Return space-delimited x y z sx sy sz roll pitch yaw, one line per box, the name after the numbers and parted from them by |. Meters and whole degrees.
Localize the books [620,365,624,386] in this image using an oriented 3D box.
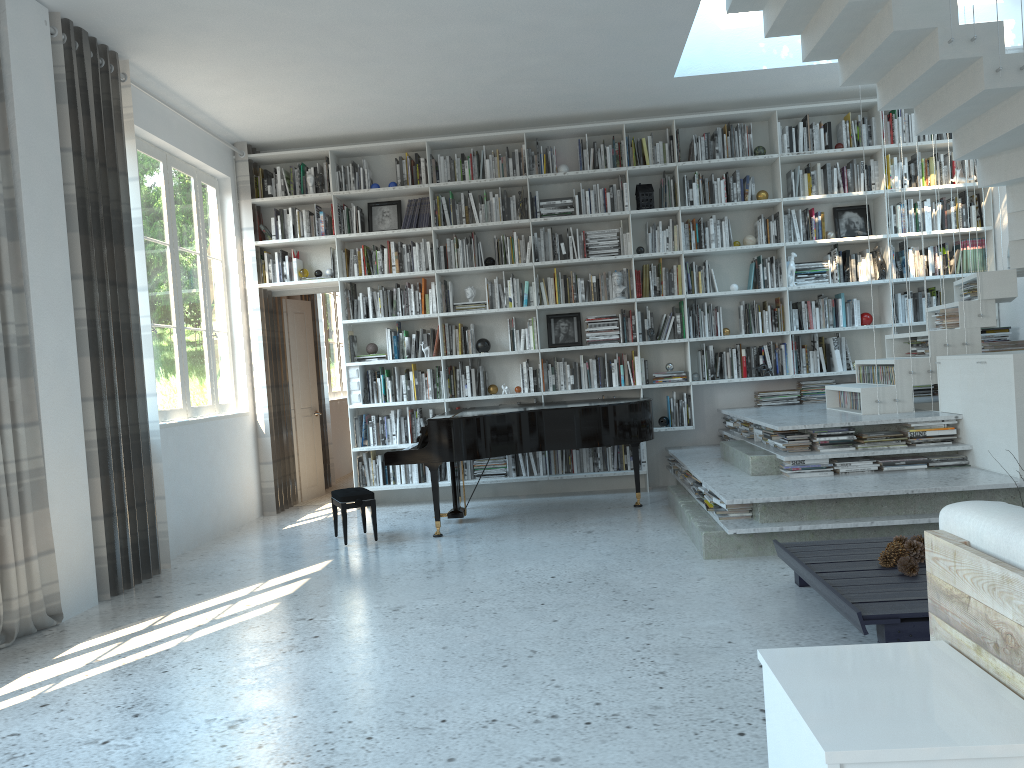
0.953 -0.074 7.684 0.023 0.183 0.169 -4 1 4 | books

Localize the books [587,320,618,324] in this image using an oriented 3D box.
0.780 -0.536 7.694 0.254 0.012 0.161 -4 1 0 | books

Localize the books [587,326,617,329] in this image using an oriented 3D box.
0.784 -0.488 7.698 0.254 0.012 0.161 -4 1 7 | books

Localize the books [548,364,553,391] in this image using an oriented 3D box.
0.335 -0.056 7.728 0.027 0.234 0.167 -4 1 4 | books

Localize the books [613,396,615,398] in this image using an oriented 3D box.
0.890 0.250 7.648 0.015 0.293 0.169 -4 1 4 | books

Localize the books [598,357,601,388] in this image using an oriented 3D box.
0.761 -0.100 7.707 0.010 0.261 0.181 -4 1 4 | books

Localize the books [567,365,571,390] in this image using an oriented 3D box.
0.496 -0.059 7.716 0.023 0.217 0.174 -4 1 4 | books

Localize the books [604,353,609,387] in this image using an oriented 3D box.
0.819 -0.121 7.700 0.012 0.297 0.177 -4 1 4 | books

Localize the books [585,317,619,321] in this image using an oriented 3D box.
0.778 -0.560 7.691 0.285 0.012 0.159 -4 1 -1 | books

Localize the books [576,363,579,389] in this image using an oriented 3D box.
0.572 -0.071 7.724 0.013 0.230 0.138 -4 1 4 | books

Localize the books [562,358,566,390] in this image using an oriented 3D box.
0.455 -0.089 7.722 0.013 0.282 0.166 -4 1 4 | books

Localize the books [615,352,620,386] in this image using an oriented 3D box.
0.917 -0.127 7.702 0.014 0.294 0.137 -4 1 4 | books

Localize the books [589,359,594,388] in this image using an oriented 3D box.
0.694 -0.092 7.732 0.025 0.254 0.136 -4 1 4 | books

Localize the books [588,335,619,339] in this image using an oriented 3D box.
0.789 -0.404 7.696 0.254 0.012 0.161 -4 1 -1 | books

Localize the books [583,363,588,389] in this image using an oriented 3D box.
0.641 -0.071 7.729 0.025 0.220 0.140 -4 1 4 | books

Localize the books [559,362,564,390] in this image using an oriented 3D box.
0.436 -0.069 7.727 0.027 0.246 0.179 -4 1 4 | books

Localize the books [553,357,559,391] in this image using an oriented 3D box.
0.386 -0.088 7.753 0.027 0.290 0.140 -4 1 4 | books

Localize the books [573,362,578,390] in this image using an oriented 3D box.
0.550 -0.073 7.715 0.029 0.238 0.165 -4 1 4 | books

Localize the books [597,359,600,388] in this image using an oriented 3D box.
0.752 -0.094 7.719 0.011 0.252 0.158 -4 1 4 | books

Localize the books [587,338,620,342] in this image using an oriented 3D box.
0.791 -0.380 7.706 0.285 0.012 0.159 -4 1 3 | books

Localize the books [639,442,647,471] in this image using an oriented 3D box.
1.123 0.597 7.639 0.038 0.269 0.277 -4 1 4 | books

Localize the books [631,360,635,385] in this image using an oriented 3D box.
1.047 -0.097 7.679 0.011 0.216 0.166 -4 1 4 | books

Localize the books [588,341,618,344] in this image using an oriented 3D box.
0.793 -0.356 7.704 0.254 0.012 0.161 -4 1 6 | books

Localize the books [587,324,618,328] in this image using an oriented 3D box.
0.783 -0.500 7.698 0.254 0.012 0.161 -4 1 1 | books

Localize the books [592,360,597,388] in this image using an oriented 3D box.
0.718 -0.088 7.704 0.026 0.245 0.191 -4 1 4 | books

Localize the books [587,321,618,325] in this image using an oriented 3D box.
0.781 -0.524 7.697 0.254 0.012 0.161 -4 1 1 | books

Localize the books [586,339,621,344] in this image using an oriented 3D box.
0.791 -0.368 7.696 0.285 0.012 0.159 -4 1 -1 | books

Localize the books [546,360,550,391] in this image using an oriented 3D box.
0.315 -0.076 7.740 0.011 0.275 0.145 -4 1 4 | books

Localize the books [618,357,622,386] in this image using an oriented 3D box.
0.933 -0.109 7.709 0.014 0.256 0.145 -4 1 4 | books

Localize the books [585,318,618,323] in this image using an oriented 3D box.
0.779 -0.549 7.698 0.285 0.012 0.159 -4 1 6 | books

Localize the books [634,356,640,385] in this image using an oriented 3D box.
1.078 -0.114 7.671 0.033 0.246 0.176 -4 1 4 | books

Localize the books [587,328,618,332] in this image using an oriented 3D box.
0.785 -0.463 7.694 0.254 0.012 0.161 -4 1 -1 | books

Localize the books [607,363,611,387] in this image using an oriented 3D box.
0.840 -0.078 7.698 0.024 0.207 0.183 -4 1 4 | books

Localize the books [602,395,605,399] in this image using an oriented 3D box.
0.797 0.252 7.650 0.013 0.303 0.181 -4 1 4 | books

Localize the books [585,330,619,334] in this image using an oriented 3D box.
0.786 -0.451 7.694 0.285 0.012 0.159 -4 1 9 | books

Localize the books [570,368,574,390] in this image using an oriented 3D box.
0.522 -0.044 7.710 0.029 0.184 0.174 -4 1 4 | books

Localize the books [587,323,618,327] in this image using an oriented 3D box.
0.782 -0.512 7.695 0.254 0.012 0.161 -4 1 0 | books

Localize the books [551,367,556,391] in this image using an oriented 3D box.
0.362 -0.045 7.739 0.024 0.208 0.170 -4 1 4 | books

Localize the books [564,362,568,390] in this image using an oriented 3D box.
0.474 -0.071 7.740 0.021 0.244 0.141 -4 1 4 | books

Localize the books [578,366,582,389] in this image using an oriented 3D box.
0.590 -0.055 7.710 0.023 0.196 0.165 -4 1 4 | books

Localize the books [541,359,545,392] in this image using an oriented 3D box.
0.275 -0.078 7.752 0.012 0.285 0.159 -4 1 4 | books

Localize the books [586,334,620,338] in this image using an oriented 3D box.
0.789 -0.416 7.707 0.285 0.012 0.159 -4 1 4 | books

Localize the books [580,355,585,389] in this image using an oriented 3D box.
0.612 -0.104 7.720 0.026 0.292 0.152 -4 1 4 | books

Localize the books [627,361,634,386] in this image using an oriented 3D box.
1.021 -0.093 7.680 0.042 0.212 0.169 -4 1 4 | books

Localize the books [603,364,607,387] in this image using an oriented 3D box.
0.807 -0.074 7.713 0.021 0.203 0.128 -4 1 4 | books

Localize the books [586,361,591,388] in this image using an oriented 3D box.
0.666 -0.081 7.719 0.031 0.237 0.159 -4 1 4 | books

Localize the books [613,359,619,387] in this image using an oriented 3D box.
0.900 -0.096 7.692 0.023 0.234 0.174 -4 1 4 | books

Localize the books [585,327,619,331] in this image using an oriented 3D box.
0.784 -0.475 7.693 0.285 0.012 0.159 -4 1 9 | books

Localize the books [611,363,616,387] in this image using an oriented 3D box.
0.878 -0.079 7.694 0.023 0.204 0.167 -4 1 4 | books

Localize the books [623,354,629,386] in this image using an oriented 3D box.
0.985 -0.121 7.693 0.026 0.272 0.175 -4 1 4 | books

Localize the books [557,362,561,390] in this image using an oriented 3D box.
0.412 -0.069 7.746 0.024 0.247 0.132 -4 1 4 | books

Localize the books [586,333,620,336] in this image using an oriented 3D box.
0.788 -0.428 7.704 0.285 0.012 0.159 -4 1 5 | books

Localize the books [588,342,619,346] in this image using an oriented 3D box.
0.793 -0.344 7.700 0.254 0.012 0.161 -4 1 0 | books

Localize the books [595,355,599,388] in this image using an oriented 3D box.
0.738 -0.111 7.726 0.014 0.286 0.134 -4 1 4 | books

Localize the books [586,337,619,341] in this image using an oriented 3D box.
0.790 -0.392 7.696 0.285 0.012 0.159 -4 1 9 | books

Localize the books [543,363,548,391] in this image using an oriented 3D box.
0.297 -0.059 7.749 0.029 0.244 0.154 -4 1 4 | books

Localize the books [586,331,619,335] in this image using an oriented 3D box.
0.787 -0.440 7.701 0.285 0.012 0.159 -4 1 6 | books

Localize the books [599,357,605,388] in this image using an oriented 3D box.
0.779 -0.102 7.699 0.028 0.264 0.161 -4 1 4 | books

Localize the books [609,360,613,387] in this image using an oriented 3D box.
0.859 -0.093 7.707 0.014 0.235 0.154 -4 1 4 | books
